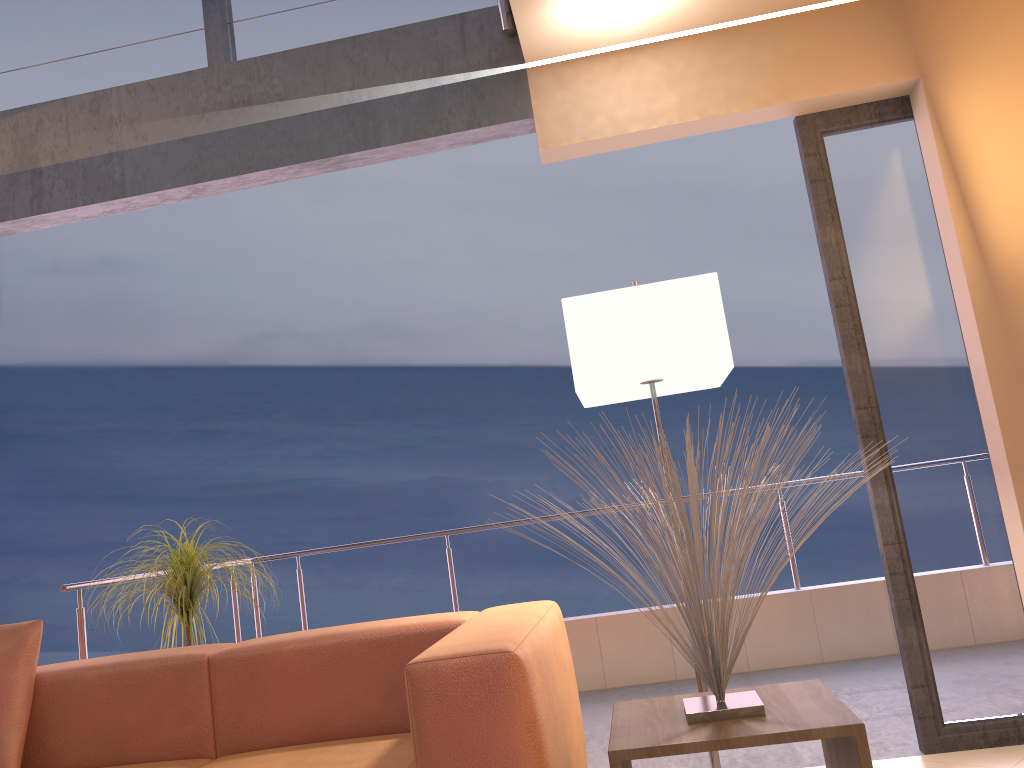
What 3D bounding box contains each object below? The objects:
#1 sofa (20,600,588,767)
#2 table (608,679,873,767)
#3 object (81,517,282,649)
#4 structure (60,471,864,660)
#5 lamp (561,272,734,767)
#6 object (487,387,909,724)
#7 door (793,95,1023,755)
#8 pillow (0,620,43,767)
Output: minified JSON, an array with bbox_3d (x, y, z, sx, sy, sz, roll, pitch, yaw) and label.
[{"bbox_3d":[-1.218,1.102,2.274,2.781,0.672,0.943,-9,-9,7],"label":"sofa"},{"bbox_3d":[0.468,0.891,1.803,0.469,0.436,0.415,-9,-9,7],"label":"table"},{"bbox_3d":[-1.216,1.055,3.345,0.703,1.088,0.729,-4,-10,-24],"label":"object"},{"bbox_3d":[0.459,0.805,3.850,4.176,0.541,1.663,-9,-9,7],"label":"structure"},{"bbox_3d":[0.497,0.449,2.676,0.454,1.578,0.454,-9,-9,7],"label":"lamp"},{"bbox_3d":[0.407,0.379,1.968,0.700,0.634,0.703,-2,-11,-36],"label":"object"},{"bbox_3d":[1.386,0.077,2.950,0.480,2.160,0.056,-9,-9,7],"label":"door"},{"bbox_3d":[-1.581,0.910,2.506,0.470,0.468,0.211,-8,-9,2],"label":"pillow"}]
